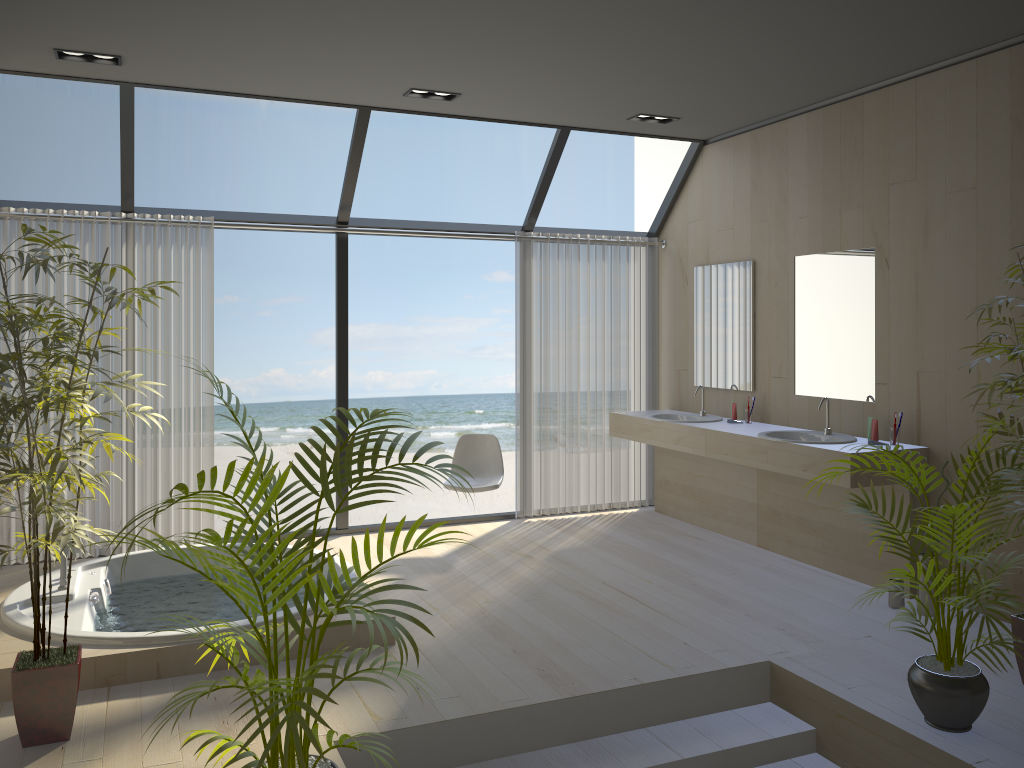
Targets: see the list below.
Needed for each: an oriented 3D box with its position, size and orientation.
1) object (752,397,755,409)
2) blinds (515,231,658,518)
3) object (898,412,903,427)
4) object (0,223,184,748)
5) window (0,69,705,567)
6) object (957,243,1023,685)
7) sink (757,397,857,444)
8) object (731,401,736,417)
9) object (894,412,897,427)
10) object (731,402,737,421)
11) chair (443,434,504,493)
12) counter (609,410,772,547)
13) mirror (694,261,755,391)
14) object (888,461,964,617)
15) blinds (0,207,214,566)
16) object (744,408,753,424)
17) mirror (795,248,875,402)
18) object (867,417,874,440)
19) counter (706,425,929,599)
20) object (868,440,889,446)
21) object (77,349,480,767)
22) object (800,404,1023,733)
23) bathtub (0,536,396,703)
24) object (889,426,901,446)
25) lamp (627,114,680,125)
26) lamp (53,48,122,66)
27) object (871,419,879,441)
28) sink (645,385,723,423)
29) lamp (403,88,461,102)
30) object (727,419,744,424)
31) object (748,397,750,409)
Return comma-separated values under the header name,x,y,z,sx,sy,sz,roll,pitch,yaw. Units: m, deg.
name,x,y,z,sx,sy,sz,roll,pitch,yaw
object,1.567,0.170,5.802,0.054,0.175,0.012,0,0,2
blinds,0.565,-0.083,6.634,1.183,2.070,0.084,0,0,-23
object,2.045,0.237,4.694,0.054,0.175,0.012,0,0,2
object,-1.654,0.334,3.020,0.787,1.756,0.936,0,1,2
window,-0.846,-0.374,5.816,4.561,2.813,0.745,-1,1,-23
object,2.150,0.305,3.432,0.787,1.756,0.936,0,1,2
sink,1.664,0.287,5.006,0.504,0.419,0.574,-1,2,-20
object,1.497,0.183,5.977,0.039,0.135,0.039,0,0,25
object,2.021,0.237,4.666,0.012,0.178,0.050,0,0,16
object,1.473,0.190,5.865,0.039,0.135,0.039,0,0,25
chair,-0.248,0.529,5.902,0.369,0.347,0.455,0,2,5
counter,1.217,0.632,6.164,0.550,0.790,1.206,-1,2,-23
mirror,1.474,-0.404,6.183,0.023,0.868,0.654,0,1,-23
object,2.092,0.753,4.424,0.407,0.749,0.274,-1,1,-35
blinds,-2.424,-0.002,5.346,1.183,2.070,0.084,0,0,-23
object,1.552,0.211,5.803,0.058,0.100,0.058,0,1,-17
mirror,1.909,-0.347,5.242,0.023,0.868,0.654,0,1,-23
object,1.974,0.250,4.869,0.039,0.135,0.039,0,0,18
counter,1.694,0.699,5.056,0.550,0.790,1.206,-1,2,-23
object,1.936,0.311,4.678,0.104,0.029,0.032,1,2,17
object,-0.534,0.574,2.326,1.065,1.345,0.873,-1,1,-35
object,1.480,0.613,3.098,0.916,1.157,0.751,0,1,10
bathtub,-1.675,1.073,4.297,1.821,0.698,1.649,-1,3,-23
object,2.029,0.278,4.695,0.058,0.100,0.058,0,1,-13
lamp,0.915,-1.765,5.725,0.301,0.112,0.164,-1,3,-23
lamp,-2.115,-1.682,4.420,0.301,0.112,0.164,-1,3,-23
object,1.950,0.257,4.758,0.039,0.135,0.039,0,0,18
sink,1.186,0.221,6.114,0.504,0.419,0.574,-1,2,-20
lamp,-0.463,-1.727,5.131,0.301,0.112,0.164,-1,3,-23
object,1.459,0.244,5.786,0.104,0.029,0.032,1,2,17
object,1.543,0.171,5.774,0.012,0.178,0.050,0,0,16
